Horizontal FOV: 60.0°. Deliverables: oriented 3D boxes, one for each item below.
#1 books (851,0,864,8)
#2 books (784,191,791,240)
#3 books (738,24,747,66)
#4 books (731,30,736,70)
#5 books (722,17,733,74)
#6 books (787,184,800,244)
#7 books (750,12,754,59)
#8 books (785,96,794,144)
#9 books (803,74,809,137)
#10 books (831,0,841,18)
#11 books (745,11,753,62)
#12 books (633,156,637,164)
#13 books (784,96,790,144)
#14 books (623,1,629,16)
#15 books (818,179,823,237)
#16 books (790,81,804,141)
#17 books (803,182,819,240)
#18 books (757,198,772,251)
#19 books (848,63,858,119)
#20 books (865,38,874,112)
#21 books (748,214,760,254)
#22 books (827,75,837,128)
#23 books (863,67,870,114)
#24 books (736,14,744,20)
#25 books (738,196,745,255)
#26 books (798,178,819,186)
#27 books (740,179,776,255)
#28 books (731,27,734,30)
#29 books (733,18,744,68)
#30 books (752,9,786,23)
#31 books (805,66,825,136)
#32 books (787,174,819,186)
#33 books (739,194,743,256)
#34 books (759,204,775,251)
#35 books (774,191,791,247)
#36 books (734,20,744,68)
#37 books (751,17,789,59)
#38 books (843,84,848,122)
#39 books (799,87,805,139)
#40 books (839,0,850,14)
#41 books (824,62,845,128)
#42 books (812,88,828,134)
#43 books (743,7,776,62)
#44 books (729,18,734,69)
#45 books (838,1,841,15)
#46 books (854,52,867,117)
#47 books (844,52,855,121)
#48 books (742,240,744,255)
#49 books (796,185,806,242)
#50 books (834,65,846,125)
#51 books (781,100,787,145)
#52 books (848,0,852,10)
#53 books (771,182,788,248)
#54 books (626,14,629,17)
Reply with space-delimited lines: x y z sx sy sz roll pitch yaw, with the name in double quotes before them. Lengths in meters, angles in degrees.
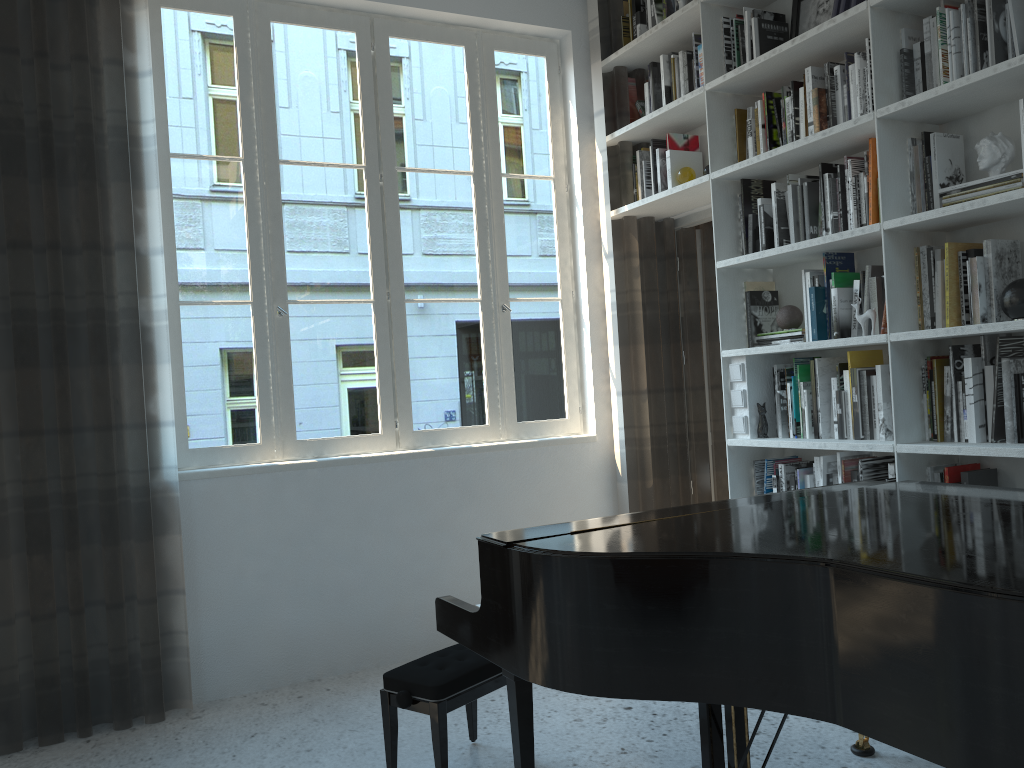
"books" 1.282 -1.412 3.140 0.174 0.282 0.097 -4 0 -27
"books" 1.160 -0.646 3.530 0.139 0.243 0.049 -4 0 -27
"books" 1.016 -1.361 3.655 0.186 0.219 0.018 -4 0 -27
"books" 0.989 -1.357 3.693 0.186 0.214 0.004 -4 0 -27
"books" 0.969 -1.395 3.750 0.184 0.292 0.005 -4 0 -27
"books" 1.161 -0.649 3.463 0.189 0.247 0.021 -4 0 -27
"books" 1.047 -1.379 3.610 0.168 0.250 0.011 -4 0 -27
"books" 1.147 -1.002 3.460 0.173 0.217 0.031 -4 0 -27
"books" 1.185 -1.032 3.366 0.187 0.271 0.023 -4 0 -27
"books" 1.248 -1.407 3.232 0.174 0.279 0.110 -4 0 -27
"books" 1.031 -1.382 3.621 0.183 0.258 0.023 -4 0 -27
"books" 0.660 -0.993 4.402 0.188 0.272 0.011 -4 0 -27
"books" 1.143 -1.008 3.482 0.170 0.229 0.011 -4 0 -27
"books" 0.621 -1.743 4.420 0.180 0.307 0.012 -4 0 -27
"books" 1.231 -0.659 3.384 0.141 0.256 0.048 -4 0 -27
"books" 1.159 -1.031 3.442 0.180 0.273 0.014 -4 0 -27
"books" 1.200 -0.650 3.408 0.184 0.242 0.023 -4 0 -27
"books" 1.083 -0.637 3.624 0.177 0.235 0.022 -4 0 -27
"books" 1.284 -1.020 3.177 0.172 0.231 0.030 -4 0 -27
"books" 1.312 -1.052 3.101 0.182 0.291 0.012 -4 0 -27
"books" 1.058 -0.609 3.674 0.189 0.182 0.037 -3 0 -27
"books" 1.238 -1.017 3.278 0.171 0.232 0.013 -4 0 -27
"books" 1.315 -1.010 3.143 0.172 0.206 0.013 -4 0 -27
"books" 1.004 -1.395 3.717 0.144 0.289 0.006 -4 0 -27
"books" 1.033 -0.649 3.711 0.176 0.266 0.027 -4 0 -27
"books" 1.183 -0.662 3.457 0.157 0.271 0.011 -4 0 -27
"books" 1.036 -0.683 3.692 0.184 0.334 0.012 -4 0 -27
"books" 0.995 -1.364 3.703 0.184 0.228 0.009 -4 0 -27
"books" 1.003 -1.381 3.693 0.184 0.260 0.009 -4 0 -27
"books" 1.050 -1.381 3.599 0.166 0.254 0.012 -4 0 -27
"books" 1.192 -1.040 3.340 0.185 0.286 0.030 -4 0 -27
"books" 1.160 -0.672 3.481 0.183 0.293 0.011 -4 0 -27
"books" 1.036 -0.658 3.760 0.159 0.285 0.012 -4 0 -27
"books" 1.086 -0.622 3.598 0.188 0.204 0.028 -4 0 -27
"books" 1.125 -0.646 3.547 0.176 0.246 0.011 -4 0 -27
"books" 1.000 -1.374 3.673 0.189 0.246 0.004 -4 0 -27
"books" 1.050 -1.361 3.585 0.185 0.214 0.012 -4 0 -27
"books" 1.271 -0.996 3.243 0.136 0.186 0.022 -4 0 -27
"books" 1.178 -1.015 3.417 0.162 0.238 0.047 -4 0 -27
"books" 1.260 -1.408 3.188 0.174 0.279 0.110 -4 0 -27
"books" 1.238 -1.044 3.300 0.161 0.286 0.025 -4 0 -27
"books" 1.204 -0.996 3.313 0.192 0.195 0.029 -3 0 -27
"books" 1.032 -1.393 3.638 0.190 0.281 0.005 -4 0 -27
"books" 0.985 -1.392 3.742 0.148 0.287 0.006 -4 0 -27
"books" 1.266 -1.408 3.216 0.174 0.279 0.110 -4 0 -27
"books" 1.294 -1.037 3.153 0.174 0.263 0.022 -4 0 -27
"books" 1.277 -1.044 3.197 0.188 0.281 0.012 -4 0 -27
"books" 1.039 -0.620 3.740 0.155 0.209 0.026 -4 0 -27
"books" 1.178 -0.645 3.434 0.166 0.237 0.024 -4 0 -27
"books" 1.259 -1.033 3.266 0.157 0.261 0.029 -4 0 -27
"books" 1.131 -1.001 3.491 0.164 0.218 0.014 -4 0 -27
"books" 1.286 -1.409 3.176 0.174 0.279 0.110 -4 0 -27
"books" 1.124 -0.663 3.566 0.174 0.281 0.023 -4 0 -27
"books" 0.640 -1.711 4.416 0.151 0.241 0.011 -4 0 -27
